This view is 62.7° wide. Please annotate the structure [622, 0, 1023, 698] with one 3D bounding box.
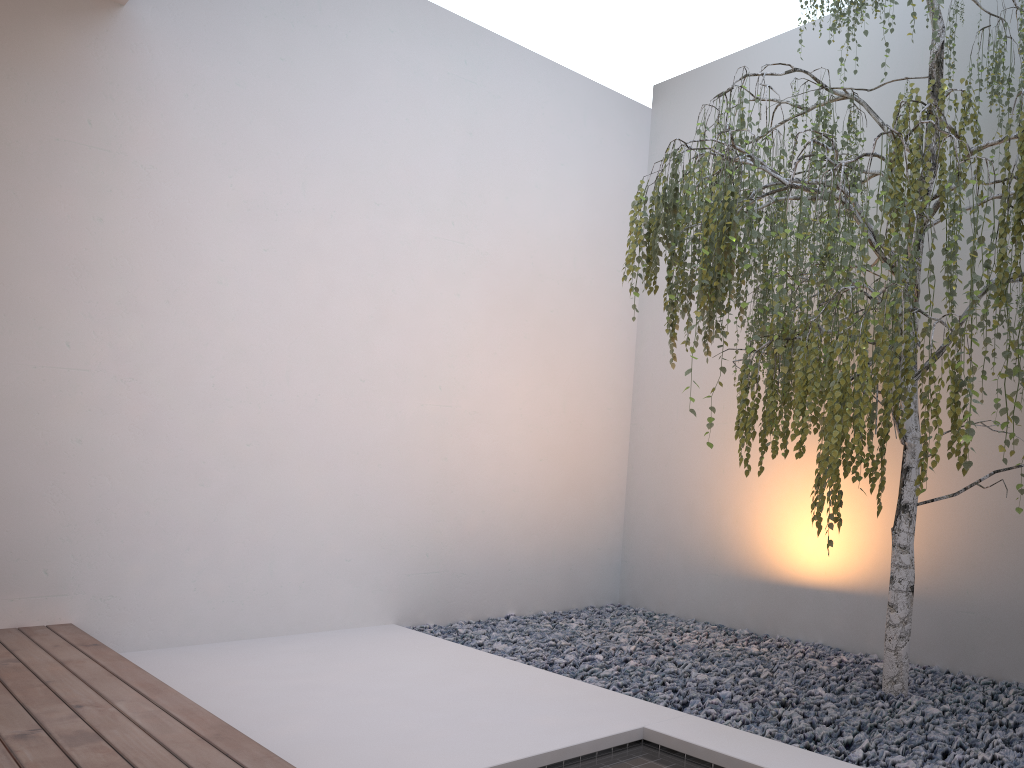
[{"bbox_3d":[1.462,-0.742,3.265,2.083,3.981,2.037,0,-5,45],"label":"structure"}]
